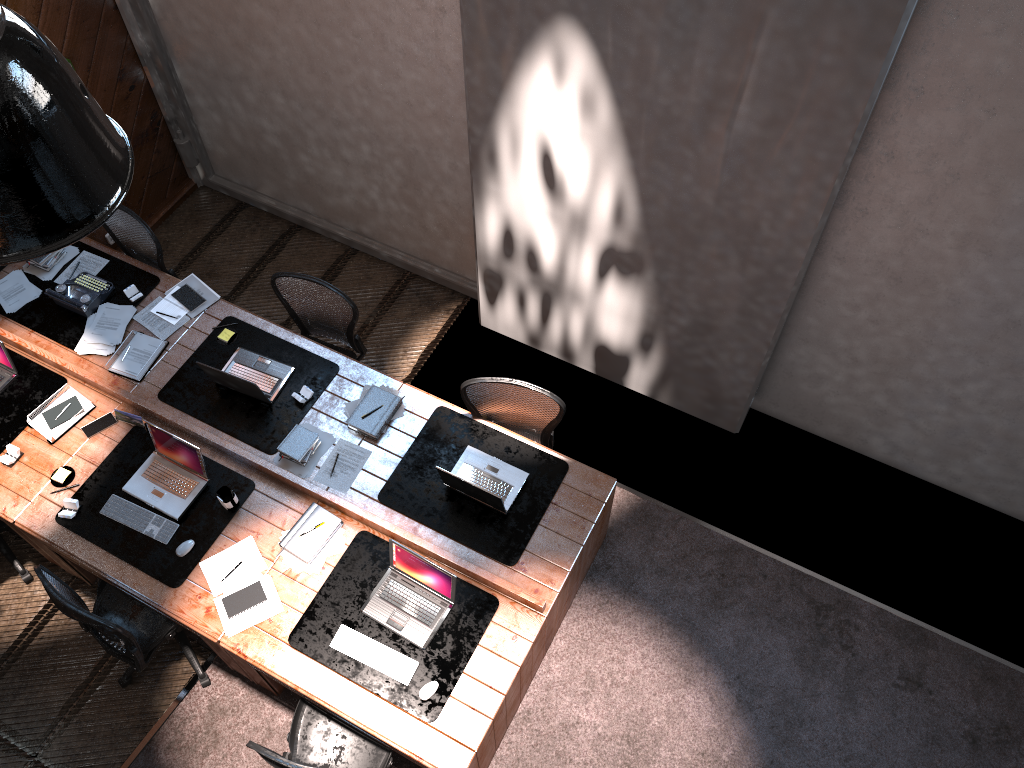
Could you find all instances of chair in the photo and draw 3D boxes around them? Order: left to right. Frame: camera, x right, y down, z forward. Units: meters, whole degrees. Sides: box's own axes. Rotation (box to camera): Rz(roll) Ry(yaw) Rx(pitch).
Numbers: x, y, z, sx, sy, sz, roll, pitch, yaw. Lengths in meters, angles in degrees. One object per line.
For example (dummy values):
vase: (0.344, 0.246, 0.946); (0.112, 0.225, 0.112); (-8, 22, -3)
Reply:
chair: (-3.224, 0.653, 5.032); (0.770, 1.085, 0.792); (6, 57, 4)
chair: (-2.516, -0.609, 5.855); (0.770, 1.085, 0.792); (14, 58, 10)
chair: (-1.988, 1.119, 4.717); (0.770, 1.085, 0.792); (14, 58, 10)
chair: (-1.224, -0.120, 5.525); (0.770, 1.085, 0.792); (6, 57, 4)
chair: (-0.853, 1.707, 4.322); (0.770, 1.085, 0.792); (-3, 57, -1)
chair: (-0.010, 0.488, 5.115); (0.770, 1.085, 0.792); (-3, 57, -1)

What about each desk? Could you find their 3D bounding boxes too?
desk: (-1.643, 0.543, 5.239); (4.117, 0.840, 1.748); (24, 60, 15)

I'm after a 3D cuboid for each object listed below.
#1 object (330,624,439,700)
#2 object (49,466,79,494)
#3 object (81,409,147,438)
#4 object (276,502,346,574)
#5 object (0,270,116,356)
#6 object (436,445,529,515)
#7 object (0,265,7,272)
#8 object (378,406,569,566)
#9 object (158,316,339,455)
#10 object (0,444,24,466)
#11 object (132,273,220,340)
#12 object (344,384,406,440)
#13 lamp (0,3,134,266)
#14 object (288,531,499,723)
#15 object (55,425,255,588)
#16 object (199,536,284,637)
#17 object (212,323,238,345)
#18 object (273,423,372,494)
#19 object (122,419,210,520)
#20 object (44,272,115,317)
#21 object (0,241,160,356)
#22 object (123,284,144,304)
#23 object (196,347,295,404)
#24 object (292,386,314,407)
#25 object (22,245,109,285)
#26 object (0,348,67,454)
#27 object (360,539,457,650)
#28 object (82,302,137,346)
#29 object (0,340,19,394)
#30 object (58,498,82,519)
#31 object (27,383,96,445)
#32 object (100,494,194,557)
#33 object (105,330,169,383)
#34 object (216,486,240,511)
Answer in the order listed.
object: (-0.611, 1.339, 4.289); (0.577, 0.040, 0.139); (24, 60, 15)
object: (-2.461, 0.511, 4.855); (0.158, 0.026, 0.154); (-17, 58, -11)
object: (-2.252, 0.204, 5.021); (0.347, 0.083, 0.129); (-11, 57, -7)
object: (-1.048, 0.813, 4.623); (0.325, 0.065, 0.363); (38, 65, 22)
object: (-2.826, -0.438, 5.481); (1.058, 0.002, 0.356); (22, 60, 14)
object: (-0.148, 0.459, 4.679); (0.380, 0.288, 0.320); (24, 60, 15)
object: (-3.319, -0.615, 5.906); (0.073, 0.628, 1.064); (24, 60, 15)
object: (-0.206, 0.533, 4.836); (0.848, 0.008, 0.687); (24, 60, 15)
object: (-1.541, -0.013, 5.204); (0.848, 0.008, 0.687); (24, 60, 15)
object: (-2.783, 0.396, 4.912); (0.082, 0.063, 0.106); (21, 59, 14)
object: (-2.083, -0.485, 5.505); (0.304, 0.017, 0.467); (36, 64, 21)
object: (-0.789, 0.129, 5.070); (0.325, 0.065, 0.363); (33, 63, 20)
lamp: (-0.984, -1.052, 0.768); (0.445, 2.372, 0.445); (-12, 57, -8)
object: (-0.584, 1.180, 4.414); (0.848, 0.008, 0.687); (24, 60, 15)
object: (-1.919, 0.634, 4.783); (0.848, 0.008, 0.687); (24, 60, 15)
object: (-1.382, 1.020, 4.515); (0.304, 0.017, 0.467); (-25, 60, -15)
object: (-1.734, -0.302, 5.378); (0.158, 0.026, 0.154); (-13, 58, -8)
object: (-1.057, 0.385, 4.885); (0.478, 0.098, 0.319); (22, 60, 14)
object: (-1.860, 0.456, 4.695); (0.380, 0.288, 0.320); (24, 60, 15)
object: (-2.675, -0.583, 5.502); (0.322, 0.116, 0.290); (22, 60, 14)
object: (-2.755, -0.577, 5.584); (0.848, 0.008, 0.687); (24, 60, 15)
object: (-2.357, -0.561, 5.527); (0.082, 0.063, 0.106); (-40, 65, -22)
object: (-1.520, -0.106, 5.094); (0.390, 0.283, 0.323); (19, 59, 13)
object: (-1.204, 0.061, 5.113); (0.082, 0.063, 0.106); (35, 64, 21)
object: (-2.872, -0.788, 5.653); (0.478, 0.098, 0.319); (22, 60, 14)
object: (-3.133, 0.070, 5.163); (0.848, 0.008, 0.687); (24, 60, 15)
object: (-0.513, 1.030, 4.340); (0.390, 0.283, 0.323); (26, 61, 16)
object: (-2.459, -0.368, 5.426); (0.246, 0.002, 0.315); (7, 57, 5)
object: (-3.134, -0.122, 5.117); (0.390, 0.283, 0.323); (24, 60, 15)
object: (-2.360, 0.667, 4.722); (0.082, 0.063, 0.106); (8, 57, 6)
object: (-2.582, 0.167, 5.064); (0.229, 0.060, 0.316); (31, 62, 19)
object: (-1.920, 0.741, 4.692); (0.577, 0.040, 0.139); (23, 60, 15)
object: (-2.233, -0.178, 5.288); (0.229, 0.060, 0.316); (18, 59, 12)
object: (-1.515, 0.609, 4.726); (0.099, 0.138, 0.078); (35, 64, 21)
